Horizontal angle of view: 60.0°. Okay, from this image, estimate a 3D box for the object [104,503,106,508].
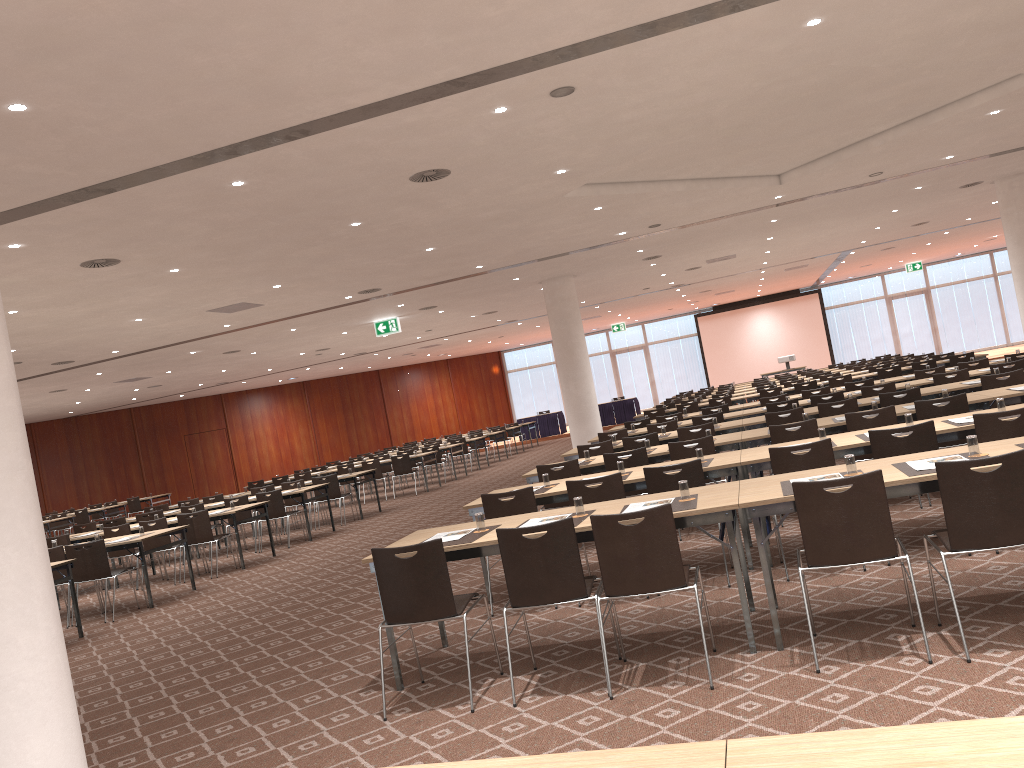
[{"bbox_3d":[-11.359,3.395,24.747,0.054,0.114,0.054,-10,-1,-41],"label":"object"}]

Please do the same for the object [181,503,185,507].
[{"bbox_3d":[-5.729,2.133,15.444,0.054,0.114,0.054,-10,-1,-19],"label":"object"}]

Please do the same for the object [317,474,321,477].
[{"bbox_3d":[-3.690,1.779,16.964,0.054,0.114,0.054,-11,-1,4],"label":"object"}]

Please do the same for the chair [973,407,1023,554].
[{"bbox_3d":[3.486,0.624,6.178,0.536,0.939,0.613,-11,-1,14],"label":"chair"}]

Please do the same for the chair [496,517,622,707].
[{"bbox_3d":[0.240,1.214,4.987,0.536,0.939,0.613,-11,-1,12],"label":"chair"}]

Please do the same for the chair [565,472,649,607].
[{"bbox_3d":[0.742,1.158,6.886,0.536,0.939,0.613,-11,-1,14],"label":"chair"}]

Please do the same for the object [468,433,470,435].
[{"bbox_3d":[-1.269,1.512,26.133,0.054,0.114,0.054,-11,-1,4],"label":"object"}]

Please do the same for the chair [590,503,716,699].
[{"bbox_3d":[0.746,1.114,4.814,0.536,0.939,0.613,-11,-1,14],"label":"chair"}]

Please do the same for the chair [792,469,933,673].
[{"bbox_3d":[1.766,0.917,4.617,0.536,0.939,0.613,-11,-1,17],"label":"chair"}]

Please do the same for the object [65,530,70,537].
[{"bbox_3d":[-6.861,2.311,13.683,0.054,0.114,0.054,-10,-1,-41],"label":"object"}]

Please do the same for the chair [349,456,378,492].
[{"bbox_3d":[-4.120,2.445,24.288,0.536,0.939,0.613,-11,-1,17],"label":"chair"}]

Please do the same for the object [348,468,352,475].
[{"bbox_3d":[-3.061,1.656,16.790,0.054,0.114,0.054,-11,-1,4],"label":"object"}]

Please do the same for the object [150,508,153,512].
[{"bbox_3d":[-6.340,2.253,15.619,0.054,0.114,0.054,-10,-1,-19],"label":"object"}]

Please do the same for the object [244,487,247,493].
[{"bbox_3d":[-5.225,2.078,17.388,0.054,0.114,0.054,-10,-1,-41],"label":"object"}]

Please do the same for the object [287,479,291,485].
[{"bbox_3d":[-4.304,1.898,17.133,0.054,0.114,0.054,-11,-1,4],"label":"object"}]

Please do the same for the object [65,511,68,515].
[{"bbox_3d":[-12.594,3.636,25.069,0.054,0.114,0.054,-10,-1,-41],"label":"object"}]

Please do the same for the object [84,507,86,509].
[{"bbox_3d":[-11.974,3.515,24.903,0.054,0.114,0.054,-10,-1,-41],"label":"object"}]

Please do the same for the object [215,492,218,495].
[{"bbox_3d":[-5.836,2.197,17.542,0.054,0.114,0.054,-10,-1,-41],"label":"object"}]

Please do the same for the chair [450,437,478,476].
[{"bbox_3d":[-1.319,1.899,23.589,0.536,0.939,0.613,-11,-1,13],"label":"chair"}]

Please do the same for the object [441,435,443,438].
[{"bbox_3d":[-2.408,1.821,30.585,0.054,0.114,0.054,-10,-1,-19],"label":"object"}]

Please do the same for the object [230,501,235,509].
[{"bbox_3d":[-4.077,1.767,12.925,0.054,0.114,0.054,-11,-1,26],"label":"object"}]

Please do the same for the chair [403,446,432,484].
[{"bbox_3d":[-2.580,2.144,23.870,0.536,0.939,0.613,-11,-1,14],"label":"chair"}]

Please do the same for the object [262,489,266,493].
[{"bbox_3d":[-4.197,1.834,15.035,0.054,0.114,0.054,-11,-1,4],"label":"object"}]

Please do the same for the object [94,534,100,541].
[{"bbox_3d":[-5.219,1.947,11.160,0.054,0.114,0.054,-11,-1,4],"label":"object"}]

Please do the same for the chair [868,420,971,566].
[{"bbox_3d":[2.863,0.746,6.390,0.536,0.939,0.613,-11,-1,16],"label":"chair"}]

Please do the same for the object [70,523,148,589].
[{"bbox_3d":[-6.911,2.807,13.760,2.268,0.833,0.953,-11,-1,15],"label":"object"}]

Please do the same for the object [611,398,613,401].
[{"bbox_3d":[3.656,0.581,32.416,0.054,0.114,0.054,-11,-1,26],"label":"object"}]

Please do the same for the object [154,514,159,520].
[{"bbox_3d":[-5.314,2.009,13.259,0.054,0.114,0.054,-11,-1,26],"label":"object"}]

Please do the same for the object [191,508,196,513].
[{"bbox_3d":[-4.697,1.888,13.095,0.054,0.114,0.054,-11,-1,26],"label":"object"}]

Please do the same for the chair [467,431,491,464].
[{"bbox_3d":[-1.052,1.931,27.513,0.536,0.939,0.613,-11,-1,12],"label":"chair"}]

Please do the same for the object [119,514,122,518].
[{"bbox_3d":[-6.959,2.373,15.773,0.054,0.114,0.054,-10,-1,-19],"label":"object"}]

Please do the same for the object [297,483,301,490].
[{"bbox_3d":[-3.568,1.711,14.857,0.054,0.114,0.054,-11,-1,4],"label":"object"}]

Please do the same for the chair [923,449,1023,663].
[{"bbox_3d":[2.383,0.796,4.406,0.536,0.939,0.613,-11,-1,14],"label":"chair"}]

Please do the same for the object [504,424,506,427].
[{"bbox_3d":[-0.241,1.399,30.004,0.054,0.114,0.054,-11,-1,4],"label":"object"}]

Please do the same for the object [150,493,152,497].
[{"bbox_3d":[-10.854,3.340,26.670,0.054,0.114,0.054,-10,-1,-19],"label":"object"}]

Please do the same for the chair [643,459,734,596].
[{"bbox_3d":[1.322,1.046,6.765,0.536,0.939,0.613,-11,-1,16],"label":"chair"}]

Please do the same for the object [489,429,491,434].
[{"bbox_3d":[-0.644,1.390,25.973,0.054,0.114,0.054,-11,-1,4],"label":"object"}]

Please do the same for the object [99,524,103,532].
[{"bbox_3d":[-6.250,2.191,13.509,0.054,0.114,0.054,-10,-1,-41],"label":"object"}]

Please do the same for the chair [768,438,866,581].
[{"bbox_3d":[2.177,0.878,6.497,0.536,0.939,0.613,-11,-1,13],"label":"chair"}]

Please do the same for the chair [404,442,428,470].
[{"bbox_3d":[-3.103,2.335,28.214,0.536,0.939,0.613,-11,-1,17],"label":"chair"}]

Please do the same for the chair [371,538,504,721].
[{"bbox_3d":[-0.468,1.351,5.143,0.536,0.939,0.613,-11,-1,15],"label":"chair"}]

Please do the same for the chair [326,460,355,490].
[{"bbox_3d":[-4.794,2.578,24.532,0.536,0.939,0.613,-11,-1,16],"label":"chair"}]

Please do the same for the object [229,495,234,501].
[{"bbox_3d":[-4.808,1.953,15.197,0.054,0.114,0.054,-11,-1,4],"label":"object"}]

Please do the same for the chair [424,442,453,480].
[{"bbox_3d":[-2.006,2.030,23.630,0.536,0.939,0.613,-11,-1,12],"label":"chair"}]

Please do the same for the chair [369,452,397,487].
[{"bbox_3d":[-3.544,2.331,24.047,0.536,0.939,0.613,-11,-1,12],"label":"chair"}]

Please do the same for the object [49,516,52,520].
[{"bbox_3d":[-11.867,3.451,22.803,0.054,0.114,0.054,-10,-1,-41],"label":"object"}]

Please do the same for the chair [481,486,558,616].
[{"bbox_3d":[0.089,1.287,7.099,0.536,0.939,0.613,-11,-1,16],"label":"chair"}]

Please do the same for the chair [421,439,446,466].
[{"bbox_3d":[-2.511,2.216,27.908,0.536,0.939,0.613,-11,-1,16],"label":"chair"}]

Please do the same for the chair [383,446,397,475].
[{"bbox_3d":[-3.763,2.462,28.332,0.536,0.939,0.613,-11,-1,12],"label":"chair"}]

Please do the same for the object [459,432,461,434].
[{"bbox_3d":[-1.779,1.699,30.422,0.054,0.114,0.054,-10,-1,-19],"label":"object"}]

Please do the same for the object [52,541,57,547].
[{"bbox_3d":[-5.837,2.067,11.324,0.054,0.114,0.054,-11,-1,4],"label":"object"}]

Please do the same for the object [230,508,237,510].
[{"bbox_3d":[-4.058,1.822,12.932,0.102,0.001,0.102,-11,-1,4],"label":"object"}]

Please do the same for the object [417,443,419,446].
[{"bbox_3d":[-2.804,1.812,26.556,0.054,0.114,0.054,-10,-1,-19],"label":"object"}]

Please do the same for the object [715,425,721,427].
[{"bbox_3d":[2.578,0.527,11.122,0.102,0.001,0.102,-11,-1,4],"label":"object"}]

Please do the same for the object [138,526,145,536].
[{"bbox_3d":[-4.599,1.826,11.009,0.054,0.114,0.054,-11,-1,4],"label":"object"}]

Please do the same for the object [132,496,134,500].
[{"bbox_3d":[-11.473,3.461,26.849,0.054,0.114,0.054,-10,-1,-19],"label":"object"}]

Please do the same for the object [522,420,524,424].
[{"bbox_3d":[0.370,1.279,29.841,0.054,0.114,0.054,-11,-1,4],"label":"object"}]

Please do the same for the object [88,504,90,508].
[{"bbox_3d":[-12.996,3.758,27.251,0.054,0.114,0.054,-10,-1,-41],"label":"object"}]
